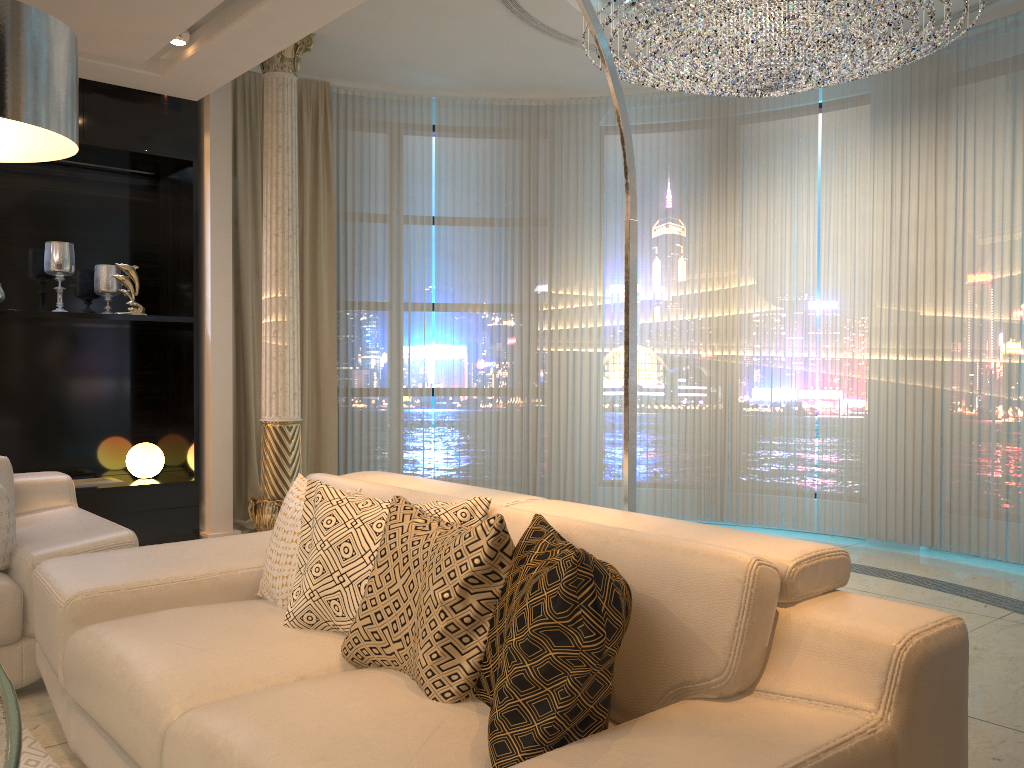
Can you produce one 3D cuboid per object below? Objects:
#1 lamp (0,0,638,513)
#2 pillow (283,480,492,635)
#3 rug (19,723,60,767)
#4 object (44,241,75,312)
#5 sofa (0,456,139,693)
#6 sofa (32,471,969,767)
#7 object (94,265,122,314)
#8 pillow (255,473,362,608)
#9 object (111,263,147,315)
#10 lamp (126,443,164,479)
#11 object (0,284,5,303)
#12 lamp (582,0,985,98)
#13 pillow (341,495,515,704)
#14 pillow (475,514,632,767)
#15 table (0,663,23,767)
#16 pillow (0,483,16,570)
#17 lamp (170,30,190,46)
[{"bbox_3d":[-0.378,-0.193,2.110,2.009,2.519,0.393,-1,1,-41],"label":"lamp"},{"bbox_3d":[-0.320,0.482,2.355,0.587,0.429,0.288,1,1,24],"label":"pillow"},{"bbox_3d":[-1.322,1.075,1.286,1.661,0.020,2.900,-1,1,-41],"label":"rug"},{"bbox_3d":[-2.584,-0.590,5.067,0.156,0.426,0.156,-1,1,-35],"label":"object"},{"bbox_3d":[-2.557,0.674,2.838,2.328,0.754,1.145,-1,1,-41],"label":"sofa"},{"bbox_3d":[-0.296,0.690,2.200,1.145,0.754,2.328,-1,1,-41],"label":"sofa"},{"bbox_3d":[-2.384,-0.538,5.232,0.147,0.317,0.147,-1,1,-39],"label":"object"},{"bbox_3d":[-0.601,0.478,2.638,0.222,0.380,0.463,-1,1,-36],"label":"pillow"},{"bbox_3d":[-2.190,-0.536,5.072,0.182,0.293,0.116,-1,1,-44],"label":"object"},{"bbox_3d":[-2.195,0.458,5.308,0.212,0.214,0.213,0,1,10],"label":"lamp"},{"bbox_3d":[-2.783,-0.462,4.750,0.119,0.154,0.119,0,1,-31],"label":"object"},{"bbox_3d":[1.262,-1.775,4.313,2.109,0.685,2.109,0,1,4],"label":"lamp"},{"bbox_3d":[-0.168,0.483,2.065,0.301,0.436,0.575,-1,1,-35],"label":"pillow"},{"bbox_3d":[0.076,0.489,1.744,0.301,0.436,0.575,0,1,-10],"label":"pillow"},{"bbox_3d":[-1.330,0.779,1.306,0.999,0.565,2.140,-1,1,-42],"label":"table"},{"bbox_3d":[-1.929,0.477,3.157,0.281,0.325,0.521,0,1,-31],"label":"pillow"},{"bbox_3d":[-1.606,-1.696,4.263,0.107,0.127,0.107,1,1,31],"label":"lamp"}]
